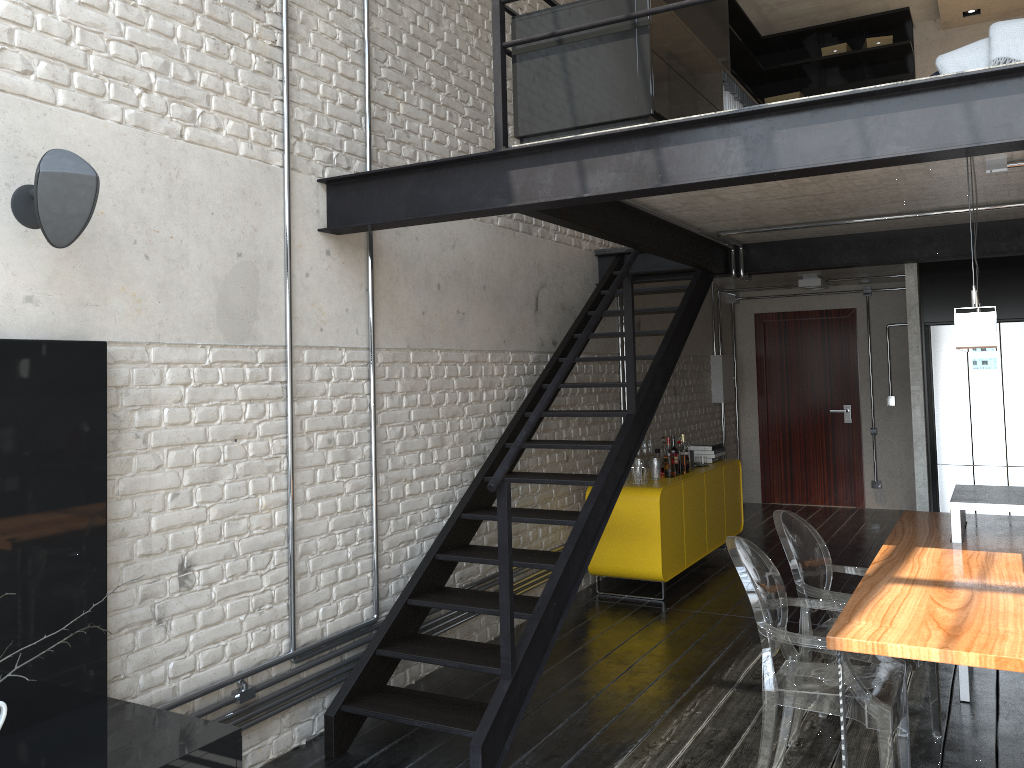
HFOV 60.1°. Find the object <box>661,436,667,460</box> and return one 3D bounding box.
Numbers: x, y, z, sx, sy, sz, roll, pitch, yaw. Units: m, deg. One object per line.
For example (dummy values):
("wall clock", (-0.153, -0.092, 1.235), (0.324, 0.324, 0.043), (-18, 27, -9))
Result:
("object", (1.188, 0.555, 6.894), (0.114, 0.293, 0.114), (0, -3, -33))

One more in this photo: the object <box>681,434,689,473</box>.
("object", (1.349, 0.544, 6.957), (0.081, 0.308, 0.081), (-3, -3, 23))

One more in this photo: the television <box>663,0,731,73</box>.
("television", (1.012, -2.012, 4.987), (0.296, 0.864, 1.317), (-3, -1, 29))

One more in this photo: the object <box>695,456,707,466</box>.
("object", (1.562, 0.627, 7.466), (0.099, 0.107, 0.228), (-1, -1, -34))

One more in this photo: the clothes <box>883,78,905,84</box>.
("clothes", (4.132, -3.221, 9.583), (0.262, 0.135, 0.273), (-2, 0, 29))

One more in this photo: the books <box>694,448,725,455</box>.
("books", (1.685, 0.585, 7.774), (0.287, 0.031, 0.351), (-1, 1, 29))

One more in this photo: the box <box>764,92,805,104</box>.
("box", (3.118, -3.199, 10.087), (0.400, 0.126, 0.263), (-1, 0, 34))

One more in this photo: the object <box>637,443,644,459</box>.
("object", (0.994, 0.582, 6.964), (0.092, 0.245, 0.092), (-1, -3, -11))

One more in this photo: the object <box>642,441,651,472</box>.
("object", (1.065, 0.578, 7.076), (0.092, 0.245, 0.092), (-1, -3, -11))

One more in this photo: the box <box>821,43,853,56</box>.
("box", (3.625, -3.640, 9.828), (0.263, 0.126, 0.401), (-1, 0, 34))

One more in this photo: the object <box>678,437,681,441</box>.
("object", (1.431, 0.566, 7.470), (0.119, 0.240, 0.119), (1, -3, -45))

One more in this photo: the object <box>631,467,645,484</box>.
("object", (0.900, 0.653, 6.313), (0.095, 0.120, 0.095), (0, -2, -44))

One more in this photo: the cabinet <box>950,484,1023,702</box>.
("cabinet", (3.789, 0.926, 4.755), (2.428, 1.007, 2.744), (-1, 0, 29))

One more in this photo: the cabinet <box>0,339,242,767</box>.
("cabinet", (-1.873, 0.749, 1.455), (0.733, 1.727, 3.104), (-3, -1, 29))

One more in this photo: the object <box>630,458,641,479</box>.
("object", (0.920, 0.632, 6.618), (0.087, 0.155, 0.087), (-3, -3, 41))

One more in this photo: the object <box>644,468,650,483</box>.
("object", (0.951, 0.661, 6.407), (0.092, 0.100, 0.092), (-1, -1, -24))

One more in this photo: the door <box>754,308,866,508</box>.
("door", (3.410, 0.267, 10.152), (1.132, 2.222, 0.195), (-3, -3, 29))

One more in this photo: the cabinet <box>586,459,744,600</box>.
("cabinet", (1.295, 1.080, 7.078), (0.548, 0.771, 2.199), (-2, 0, 29))

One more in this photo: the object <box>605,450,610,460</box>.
("object", (0.724, 0.594, 6.452), (0.092, 0.245, 0.092), (-2, -3, 12))

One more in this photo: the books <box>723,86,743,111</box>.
("books", (1.150, -1.438, 4.841), (0.167, 0.225, 0.974), (-2, 0, 29))

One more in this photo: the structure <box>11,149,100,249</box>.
("structure", (-1.431, -0.577, 2.761), (0.178, 0.307, 0.357), (1, -2, -43))

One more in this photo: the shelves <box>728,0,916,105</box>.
("shelves", (2.868, -2.511, 8.958), (2.121, 2.798, 2.672), (-2, -2, 29))

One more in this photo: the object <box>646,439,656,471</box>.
("object", (1.125, 0.576, 7.185), (0.092, 0.245, 0.092), (-1, -3, -11))

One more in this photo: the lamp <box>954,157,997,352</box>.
("lamp", (1.775, -0.575, 3.406), (0.125, 0.892, 1.087), (-3, -2, 29))

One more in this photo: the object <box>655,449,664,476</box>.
("object", (1.118, 0.600, 6.784), (0.087, 0.206, 0.087), (0, -3, -36))

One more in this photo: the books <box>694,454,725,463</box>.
("books", (1.688, 0.653, 7.769), (0.259, 0.044, 0.351), (-1, 1, 31))

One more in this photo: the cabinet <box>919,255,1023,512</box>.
("cabinet", (4.332, 0.157, 6.501), (2.317, 2.481, 0.552), (-2, -3, 29))

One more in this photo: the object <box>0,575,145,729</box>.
("object", (-1.238, 0.646, 2.133), (0.351, 0.783, 0.697), (-3, -2, 26))

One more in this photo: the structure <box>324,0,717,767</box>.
("structure", (2.180, -0.197, 4.300), (4.778, 3.349, 3.784), (-2, -1, 29))

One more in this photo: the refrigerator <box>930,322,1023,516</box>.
("refrigerator", (3.683, 0.449, 6.829), (0.723, 1.829, 0.498), (-3, -3, 29))

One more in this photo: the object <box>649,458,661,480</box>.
("object", (1.060, 0.629, 6.538), (0.087, 0.155, 0.087), (-3, -3, 41))

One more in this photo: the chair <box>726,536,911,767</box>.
("chair", (1.089, 1.046, 3.198), (0.589, 0.943, 0.539), (-3, -2, 29))

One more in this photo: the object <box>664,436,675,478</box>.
("object", (1.184, 0.551, 6.671), (0.081, 0.310, 0.081), (-2, -3, 20))

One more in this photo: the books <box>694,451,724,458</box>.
("books", (1.690, 0.616, 7.757), (0.259, 0.031, 0.328), (-1, 1, 27))

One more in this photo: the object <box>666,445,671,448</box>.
("object", (1.256, 0.591, 7.003), (0.100, 0.212, 0.100), (-4, -3, 44))

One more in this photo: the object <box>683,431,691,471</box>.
("object", (1.378, 0.535, 7.041), (0.073, 0.321, 0.073), (-2, -3, 19))

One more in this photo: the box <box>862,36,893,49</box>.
("box", (3.973, -3.647, 9.638), (0.263, 0.126, 0.401), (-1, 0, 14))

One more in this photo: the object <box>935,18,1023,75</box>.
("object", (2.597, -1.383, 4.545), (0.681, 0.661, 2.516), (-2, 0, 30))

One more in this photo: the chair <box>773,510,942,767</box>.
("chair", (1.423, 1.031, 3.746), (0.589, 0.943, 0.540), (-3, -3, 39))

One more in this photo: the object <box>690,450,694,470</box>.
("object", (1.404, 0.604, 7.138), (0.135, 0.182, 0.052), (-1, -3, -24))

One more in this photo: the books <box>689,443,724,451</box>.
("books", (1.682, 0.551, 7.763), (0.258, 0.038, 0.325), (-1, 1, 31))

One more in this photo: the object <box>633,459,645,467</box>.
("object", (0.936, 0.633, 6.521), (0.087, 0.155, 0.087), (-3, -3, 41))

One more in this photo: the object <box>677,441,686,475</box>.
("object", (1.299, 0.571, 6.852), (0.067, 0.258, 0.099), (-3, -3, 34))

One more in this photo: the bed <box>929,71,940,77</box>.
("bed", (3.324, -1.505, 4.427), (2.692, 0.843, 4.477), (-1, 1, 29))

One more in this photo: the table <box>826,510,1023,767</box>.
("table", (2.042, 1.120, 3.704), (0.926, 0.735, 2.671), (-2, 0, 29))

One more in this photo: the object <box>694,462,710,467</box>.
("object", (1.505, 0.680, 7.426), (0.300, 0.012, 0.299), (-1, 1, 9))

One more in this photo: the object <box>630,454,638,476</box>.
("object", (0.929, 0.584, 6.858), (0.092, 0.245, 0.092), (-1, -3, -11))

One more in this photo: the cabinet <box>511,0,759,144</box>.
("cabinet", (1.030, -1.306, 4.949), (0.606, 0.552, 3.178), (-2, 0, 29))

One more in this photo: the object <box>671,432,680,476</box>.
("object", (1.236, 0.536, 6.770), (0.079, 0.330, 0.079), (-2, -3, 19))

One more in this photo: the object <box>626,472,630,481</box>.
("object", (0.839, 0.635, 6.560), (0.087, 0.155, 0.087), (-3, -3, 41))

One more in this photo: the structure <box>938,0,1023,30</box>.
("structure", (5.156, -2.482, 7.656), (2.590, 2.959, 2.788), (-2, -2, 29))
